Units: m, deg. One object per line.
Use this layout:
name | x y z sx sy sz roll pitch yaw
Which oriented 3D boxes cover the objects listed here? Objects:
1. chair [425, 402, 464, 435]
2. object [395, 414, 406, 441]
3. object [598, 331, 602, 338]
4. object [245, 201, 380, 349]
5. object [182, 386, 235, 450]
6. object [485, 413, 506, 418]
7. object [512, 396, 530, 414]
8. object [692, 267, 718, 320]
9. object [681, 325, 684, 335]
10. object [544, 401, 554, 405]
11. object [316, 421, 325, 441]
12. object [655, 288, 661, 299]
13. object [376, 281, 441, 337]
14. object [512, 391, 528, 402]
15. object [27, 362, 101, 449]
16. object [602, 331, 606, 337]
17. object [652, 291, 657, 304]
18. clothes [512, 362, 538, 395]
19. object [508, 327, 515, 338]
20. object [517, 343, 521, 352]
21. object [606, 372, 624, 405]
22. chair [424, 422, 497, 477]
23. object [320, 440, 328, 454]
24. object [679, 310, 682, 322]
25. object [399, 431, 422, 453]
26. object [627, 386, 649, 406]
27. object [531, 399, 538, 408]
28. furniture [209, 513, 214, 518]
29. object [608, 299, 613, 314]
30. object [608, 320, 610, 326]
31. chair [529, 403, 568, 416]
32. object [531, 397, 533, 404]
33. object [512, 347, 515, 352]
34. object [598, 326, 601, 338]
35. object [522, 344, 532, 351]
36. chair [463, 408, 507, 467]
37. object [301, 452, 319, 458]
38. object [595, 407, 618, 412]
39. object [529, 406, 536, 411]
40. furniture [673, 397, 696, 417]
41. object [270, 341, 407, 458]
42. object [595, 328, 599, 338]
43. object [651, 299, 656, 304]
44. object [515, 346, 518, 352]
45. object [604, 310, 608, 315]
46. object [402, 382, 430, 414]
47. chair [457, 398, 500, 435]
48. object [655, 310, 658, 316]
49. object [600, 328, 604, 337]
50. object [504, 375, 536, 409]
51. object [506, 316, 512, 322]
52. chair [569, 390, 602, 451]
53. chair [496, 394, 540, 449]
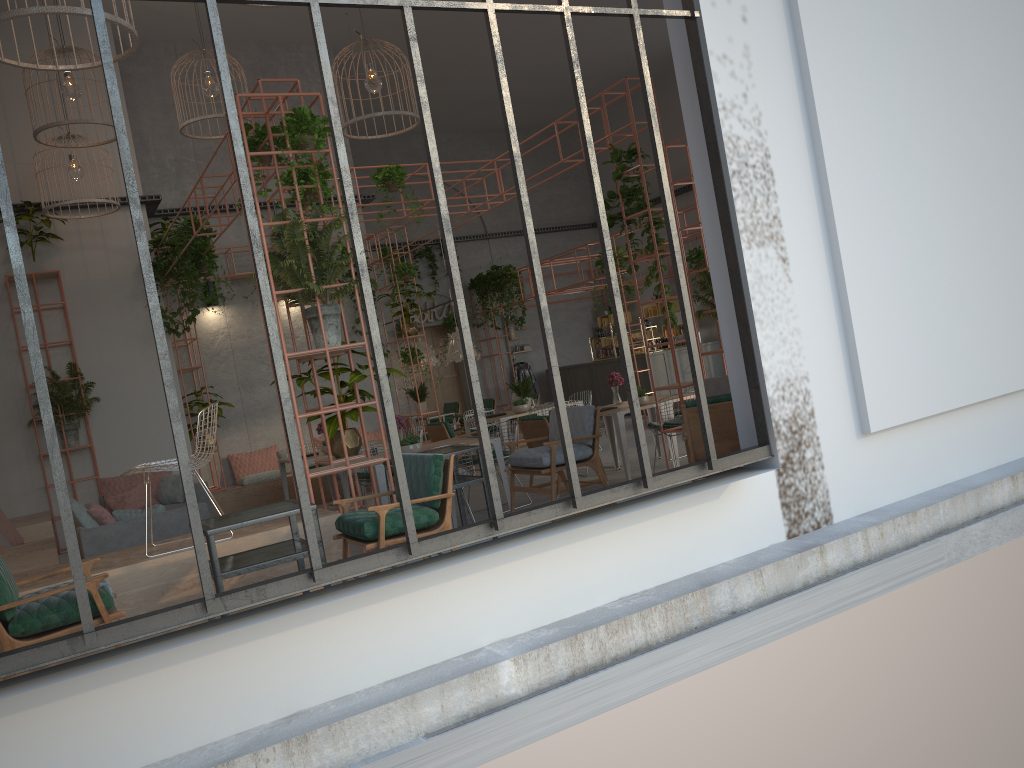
chair | -1.494 0.909 19.679 0.685 0.930 0.722 -11 2 -28
object | -1.241 0.534 9.627 0.213 0.414 0.225 -11 2 -36
object | 2.245 -1.256 22.587 0.115 0.147 0.115 -10 2 16
object | -1.452 -0.806 6.548 0.894 1.101 0.900 -10 2 26
object | -4.474 0.498 12.785 0.934 0.919 0.903 -9 2 33
object | -0.292 0.466 13.027 0.268 0.031 0.427 -11 2 -28
object | 0.117 0.292 12.672 0.248 0.247 0.254 -11 2 -28
object | 2.379 -0.955 9.643 0.894 1.100 0.900 -10 1 1
object | 3.828 -1.211 19.741 0.131 0.207 0.131 -10 2 17
object | 0.595 0.287 13.399 0.218 0.041 0.218 -11 2 -20
object | -2.531 0.703 12.039 0.213 0.414 0.225 -11 2 -36
object | 3.375 -2.057 20.499 0.134 0.386 0.134 -11 2 -40
object | -1.654 -1.246 14.384 0.934 0.947 0.903 -10 2 23
object | 0.126 0.245 13.433 0.241 0.313 0.241 -10 2 17
object | -5.796 0.281 11.481 0.894 1.097 0.900 -10 1 1
object | 2.359 -1.278 22.650 0.115 0.147 0.115 -10 2 16
object | 3.323 -2.010 20.686 0.134 0.301 0.134 -11 2 -40
clothes | 0.325 -0.057 21.838 0.366 0.997 0.625 -9 2 42
object | -0.016 -1.291 21.756 0.136 0.336 0.145 -11 2 -14
object | 0.167 -0.903 21.831 0.081 0.204 0.081 -11 2 -28
object | 1.294 0.051 11.016 0.213 0.414 0.225 -11 2 -36
chair | -0.760 0.954 12.728 0.685 0.917 0.722 -11 2 -28
object | -2.323 0.769 11.334 0.248 0.247 0.254 -11 2 -28
object | 3.805 -1.530 19.907 0.075 0.273 0.075 -11 2 -40
object | -1.036 0.600 8.928 0.247 0.247 0.252 -11 2 -28
object | 1.446 0.142 10.232 0.247 0.247 0.252 -11 2 -28
object | 0.349 0.291 13.397 0.095 0.119 0.095 -10 2 -4
furniture | -3.648 1.611 9.292 0.941 0.446 0.975 -11 2 -28
object | 2.472 -1.939 22.189 0.134 0.386 0.134 -10 2 5
object | 2.456 -1.525 22.145 0.123 0.142 0.141 -11 2 -28
chair | 0.518 0.731 12.279 0.565 0.941 0.717 -11 2 -12
object | 0.216 0.297 13.569 0.165 0.154 0.210 -11 2 -39
object | 0.035 -0.857 21.771 0.055 0.164 0.092 -10 2 -10
object | 2.236 -1.331 22.710 0.066 0.291 0.066 -11 2 -22
object | 0.359 -0.907 21.933 0.219 0.149 0.129 -11 2 -28
chair | -0.363 0.847 13.910 0.565 0.941 0.717 -11 2 -27
object | -2.732 0.942 11.689 0.268 0.031 0.427 -11 2 -28
object | 1.038 0.316 10.585 0.268 0.031 0.427 -11 2 -28
object | 0.289 0.344 12.939 0.115 0.078 0.115 -11 2 -23
furniture | 3.353 0.383 15.606 0.941 0.446 0.976 -11 2 -28
object | -1.327 0.110 7.014 0.934 0.923 0.903 -9 2 28
object | 2.169 -1.318 22.673 0.066 0.291 0.066 -9 2 31
object | 3.261 -1.902 20.462 0.088 0.123 0.088 -9 2 28
object | 0.102 -0.863 21.783 0.063 0.151 0.063 -12 2 -42
object | 2.357 -1.784 22.152 0.088 0.123 0.088 -9 2 28
object | -1.521 0.220 14.446 0.438 0.527 0.368 -11 2 -28
chair | -0.678 0.802 18.154 0.685 0.930 0.722 -11 2 -28
object | 3.359 -1.643 20.455 0.123 0.142 0.141 -11 2 -28
object | 2.307 -1.345 22.746 0.066 0.291 0.066 -10 2 11
object | 0.156 0.129 13.107 0.438 0.527 0.368 -11 2 -28
object | -0.072 -1.589 21.738 0.133 0.145 0.133 -10 2 24
chair | 0.940 0.620 13.572 0.717 0.941 0.565 -11 2 -32
chair | 0.155 0.693 16.596 0.685 0.929 0.722 -11 2 -28
